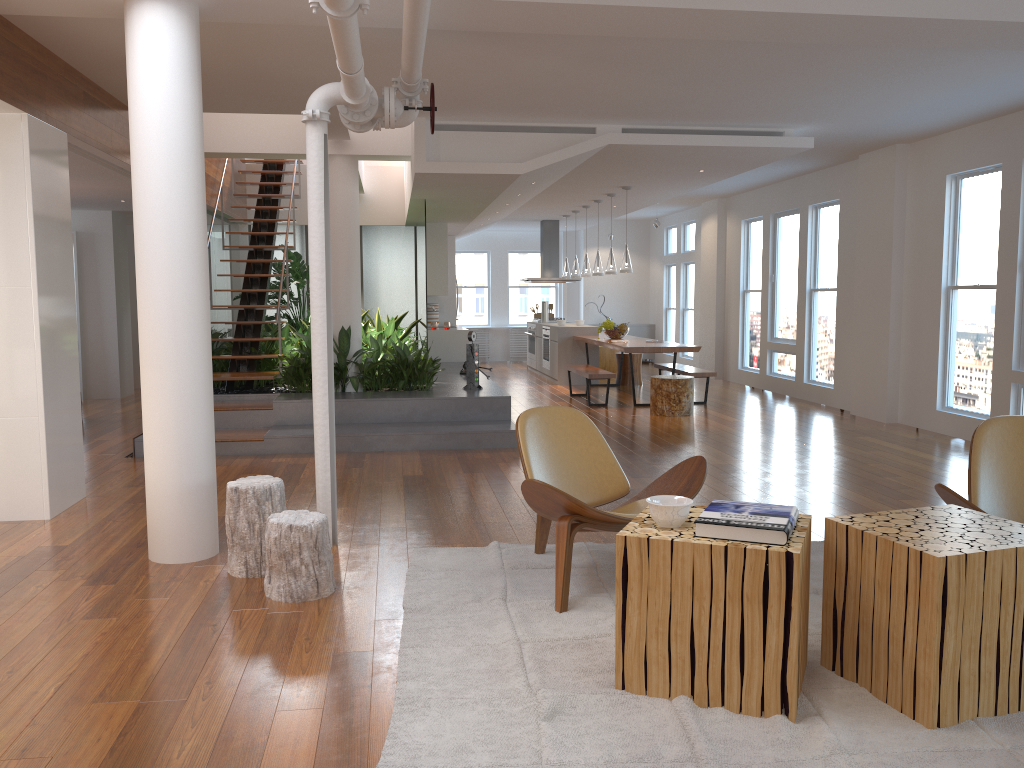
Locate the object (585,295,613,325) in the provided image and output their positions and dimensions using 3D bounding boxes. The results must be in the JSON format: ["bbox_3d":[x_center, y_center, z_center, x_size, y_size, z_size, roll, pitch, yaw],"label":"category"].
[{"bbox_3d":[1.670,-1.411,16.822,0.590,0.563,0.210,-4,7,-36],"label":"object"}]

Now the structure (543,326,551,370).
[{"bbox_3d":[0.536,-0.558,13.597,0.072,0.648,0.644,-1,6,-8],"label":"structure"}]

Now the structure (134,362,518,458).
[{"bbox_3d":[-1.832,0.116,9.974,3.088,0.386,5.584,-1,6,-8],"label":"structure"}]

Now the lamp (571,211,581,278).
[{"bbox_3d":[0.951,-2.110,13.198,0.160,1.060,0.160,2,6,19],"label":"lamp"}]

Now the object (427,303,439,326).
[{"bbox_3d":[-1.284,-1.087,13.952,0.267,0.356,0.266,2,6,18],"label":"object"}]

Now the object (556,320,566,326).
[{"bbox_3d":[0.732,-0.902,13.132,0.152,0.082,0.152,3,7,31],"label":"object"}]

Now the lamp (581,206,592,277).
[{"bbox_3d":[1.048,-2.040,12.484,0.160,1.060,0.160,2,6,19],"label":"lamp"}]

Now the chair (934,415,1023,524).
[{"bbox_3d":[2.185,0.556,3.448,0.856,0.752,0.867,5,8,42],"label":"chair"}]

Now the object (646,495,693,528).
[{"bbox_3d":[0.512,0.419,2.886,0.152,0.082,0.152,5,8,43],"label":"object"}]

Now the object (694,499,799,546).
[{"bbox_3d":[0.755,0.439,2.836,0.279,0.048,0.334,2,6,23],"label":"object"}]

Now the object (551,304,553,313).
[{"bbox_3d":[0.691,-1.248,15.456,0.057,0.294,0.030,-1,6,-8],"label":"object"}]

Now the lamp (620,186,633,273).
[{"bbox_3d":[1.338,-1.831,10.345,0.160,1.060,0.160,2,6,19],"label":"lamp"}]

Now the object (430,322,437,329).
[{"bbox_3d":[-1.094,-0.817,12.412,0.094,0.106,0.094,0,6,-2],"label":"object"}]

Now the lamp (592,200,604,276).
[{"bbox_3d":[1.144,-1.970,11.771,0.160,1.060,0.160,2,6,19],"label":"lamp"}]

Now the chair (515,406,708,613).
[{"bbox_3d":[0.453,0.515,3.937,0.856,0.752,0.867,0,6,-2],"label":"chair"}]

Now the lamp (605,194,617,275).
[{"bbox_3d":[1.241,-1.901,11.058,0.160,1.060,0.160,2,6,19],"label":"lamp"}]

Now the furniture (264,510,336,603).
[{"bbox_3d":[-0.912,0.729,3.811,0.294,0.333,0.292,-4,7,-37],"label":"furniture"}]

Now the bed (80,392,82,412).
[{"bbox_3d":[-5.531,0.198,8.085,2.314,0.595,2.207,-1,6,-8],"label":"bed"}]

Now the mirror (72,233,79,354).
[{"bbox_3d":[-6.003,-0.818,10.875,1.267,2.044,0.049,-1,6,-8],"label":"mirror"}]

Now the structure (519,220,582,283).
[{"bbox_3d":[0.632,-2.402,14.845,0.909,1.405,0.900,-1,6,-8],"label":"structure"}]

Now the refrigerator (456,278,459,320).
[{"bbox_3d":[-1.275,-1.130,15.158,0.725,1.772,0.908,-1,6,-8],"label":"refrigerator"}]

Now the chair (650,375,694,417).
[{"bbox_3d":[1.720,0.121,9.529,0.460,0.400,0.460,0,6,2],"label":"chair"}]

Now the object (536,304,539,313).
[{"bbox_3d":[0.439,-1.245,15.422,0.055,0.299,0.027,-1,6,-8],"label":"object"}]

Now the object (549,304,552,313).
[{"bbox_3d":[0.657,-1.245,15.434,0.068,0.298,0.039,-1,6,-8],"label":"object"}]

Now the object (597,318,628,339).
[{"bbox_3d":[1.353,-0.737,11.770,0.394,0.284,0.292,-6,8,-43],"label":"object"}]

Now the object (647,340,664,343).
[{"bbox_3d":[1.740,-0.516,10.793,0.222,0.020,0.222,-2,6,-16],"label":"object"}]

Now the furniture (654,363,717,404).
[{"bbox_3d":[2.109,-0.008,10.927,0.316,0.389,1.433,-1,6,-8],"label":"furniture"}]

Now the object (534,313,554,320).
[{"bbox_3d":[0.558,-1.167,15.435,0.353,0.157,0.084,-1,6,-8],"label":"object"}]

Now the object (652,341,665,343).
[{"bbox_3d":[1.767,-0.507,10.690,0.158,0.017,0.019,-1,6,-13],"label":"object"}]

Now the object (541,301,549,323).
[{"bbox_3d":[0.550,-1.175,14.517,0.120,0.356,0.172,5,7,40],"label":"object"}]

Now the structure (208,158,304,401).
[{"bbox_3d":[-2.138,-2.020,10.395,2.552,4.265,4.591,-1,6,-8],"label":"structure"}]

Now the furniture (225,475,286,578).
[{"bbox_3d":[-1.178,0.657,4.126,0.290,0.418,0.298,-6,8,-45],"label":"furniture"}]

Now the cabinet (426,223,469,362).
[{"bbox_3d":[-1.231,-1.272,14.398,0.676,2.280,4.565,-1,6,-8],"label":"cabinet"}]

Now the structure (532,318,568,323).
[{"bbox_3d":[0.631,-1.080,15.002,0.520,0.073,0.650,-1,6,-8],"label":"structure"}]

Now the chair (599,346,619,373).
[{"bbox_3d":[1.591,-0.426,14.963,0.344,0.430,0.549,-1,6,-4],"label":"chair"}]

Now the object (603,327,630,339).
[{"bbox_3d":[1.381,-0.673,11.765,0.360,0.159,0.360,-6,8,-44],"label":"object"}]

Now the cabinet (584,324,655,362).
[{"bbox_3d":[2.048,-0.780,16.979,1.309,0.725,0.420,-1,6,-8],"label":"cabinet"}]

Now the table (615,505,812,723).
[{"bbox_3d":[0.673,0.724,2.918,0.548,0.534,0.489,2,6,22],"label":"table"}]

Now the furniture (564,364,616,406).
[{"bbox_3d":[0.927,0.012,10.768,0.316,0.389,1.433,-1,6,-8],"label":"furniture"}]

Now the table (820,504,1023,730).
[{"bbox_3d":[1.391,0.726,2.865,0.548,0.534,0.489,-2,6,-19],"label":"table"}]

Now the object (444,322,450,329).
[{"bbox_3d":[-0.908,-0.816,12.390,0.094,0.106,0.094,0,6,-2],"label":"object"}]

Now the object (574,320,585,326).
[{"bbox_3d":[0.995,-0.895,13.043,0.152,0.082,0.152,5,8,43],"label":"object"}]

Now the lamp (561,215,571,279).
[{"bbox_3d":[0.854,-2.179,13.911,0.160,1.060,0.160,2,6,19],"label":"lamp"}]

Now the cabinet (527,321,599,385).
[{"bbox_3d":[0.755,-0.543,14.139,0.597,0.832,2.936,-1,6,-8],"label":"cabinet"}]

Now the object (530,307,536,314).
[{"bbox_3d":[0.403,-1.227,15.416,0.199,0.259,0.016,0,6,3],"label":"object"}]

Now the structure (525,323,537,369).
[{"bbox_3d":[0.593,-0.655,15.027,0.649,0.735,0.890,-1,6,-8],"label":"structure"}]

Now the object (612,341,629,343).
[{"bbox_3d":[1.316,-0.513,10.784,0.222,0.020,0.222,3,7,33],"label":"object"}]

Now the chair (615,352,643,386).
[{"bbox_3d":[1.683,-0.216,12.751,0.396,0.455,0.402,-2,6,-18],"label":"chair"}]

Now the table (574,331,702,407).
[{"bbox_3d":[1.273,-0.351,12.812,0.893,0.704,5.996,-1,6,-8],"label":"table"}]

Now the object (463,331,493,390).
[{"bbox_3d":[-0.321,-0.227,8.583,0.318,0.565,0.134,3,6,28],"label":"object"}]

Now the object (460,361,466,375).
[{"bbox_3d":[-0.533,-0.192,10.298,0.216,0.155,0.181,-5,8,-43],"label":"object"}]

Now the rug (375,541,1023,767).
[{"bbox_3d":[1.343,0.952,2.857,3.525,0.057,3.478,-1,6,-3],"label":"rug"}]

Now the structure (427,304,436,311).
[{"bbox_3d":[-1.266,-0.938,13.407,0.248,0.536,0.115,-1,6,-8],"label":"structure"}]
